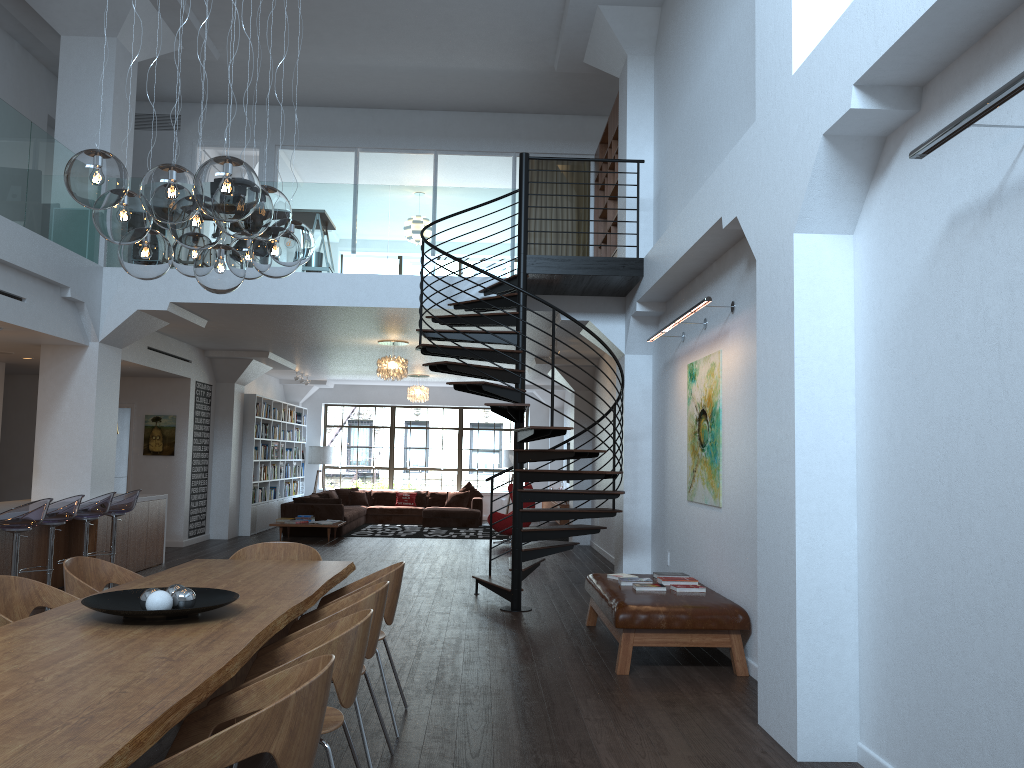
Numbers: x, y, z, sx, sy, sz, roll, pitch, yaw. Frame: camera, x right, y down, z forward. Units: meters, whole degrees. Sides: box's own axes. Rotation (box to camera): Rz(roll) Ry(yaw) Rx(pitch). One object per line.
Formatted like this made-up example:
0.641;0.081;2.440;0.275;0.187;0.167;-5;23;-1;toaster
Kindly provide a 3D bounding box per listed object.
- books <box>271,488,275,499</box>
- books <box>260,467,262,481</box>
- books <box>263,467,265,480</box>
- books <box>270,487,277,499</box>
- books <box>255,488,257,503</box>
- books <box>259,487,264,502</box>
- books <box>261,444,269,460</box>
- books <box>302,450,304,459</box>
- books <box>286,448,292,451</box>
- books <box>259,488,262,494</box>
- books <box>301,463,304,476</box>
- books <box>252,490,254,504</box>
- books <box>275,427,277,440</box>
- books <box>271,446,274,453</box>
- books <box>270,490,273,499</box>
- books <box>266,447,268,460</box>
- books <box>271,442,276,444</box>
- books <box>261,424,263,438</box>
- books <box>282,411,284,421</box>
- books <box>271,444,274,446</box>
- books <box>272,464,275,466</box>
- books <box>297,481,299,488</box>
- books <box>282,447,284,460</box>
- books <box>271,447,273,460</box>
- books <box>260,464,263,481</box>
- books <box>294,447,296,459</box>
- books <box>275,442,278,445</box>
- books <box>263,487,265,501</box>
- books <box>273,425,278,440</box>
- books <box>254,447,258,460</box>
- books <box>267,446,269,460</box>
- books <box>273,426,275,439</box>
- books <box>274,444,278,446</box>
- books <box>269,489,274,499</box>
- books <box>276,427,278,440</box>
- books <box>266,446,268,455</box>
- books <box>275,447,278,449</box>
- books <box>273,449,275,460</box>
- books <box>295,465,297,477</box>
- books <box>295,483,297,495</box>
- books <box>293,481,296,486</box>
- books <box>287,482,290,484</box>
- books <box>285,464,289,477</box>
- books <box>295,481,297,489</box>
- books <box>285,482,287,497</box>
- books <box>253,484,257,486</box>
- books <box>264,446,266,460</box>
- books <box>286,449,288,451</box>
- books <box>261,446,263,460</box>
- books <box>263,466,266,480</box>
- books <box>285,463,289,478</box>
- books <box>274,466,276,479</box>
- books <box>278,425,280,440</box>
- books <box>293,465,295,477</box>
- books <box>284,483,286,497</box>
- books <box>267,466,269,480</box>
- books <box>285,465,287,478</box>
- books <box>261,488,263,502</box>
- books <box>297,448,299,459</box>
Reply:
-4.591;2.091;16.889;0.146;0.202;0.027;1;-5;-2;books
-4.559;1.603;15.844;0.171;0.246;0.057;1;-5;-2;books
-4.563;1.620;16.052;0.171;0.246;0.057;1;-5;-2;books
-4.605;2.090;17.056;0.140;0.231;0.042;1;-5;-2;books
-4.555;1.949;15.480;0.180;0.251;0.048;1;-5;-2;books
-4.575;1.988;15.989;0.180;0.259;0.042;1;-5;-2;books
-4.562;1.245;16.302;0.176;0.294;0.102;1;-5;-2;books
-4.668;1.548;19.495;0.182;0.215;0.188;1;-5;-2;books
-4.621;1.444;18.343;0.140;0.231;0.042;1;-5;-2;books
-4.569;1.977;15.837;0.183;0.253;0.042;1;-5;-2;books
-4.676;1.887;19.532;0.176;0.290;0.053;1;-5;-2;books
-4.539;1.940;15.285;0.174;0.240;0.054;1;-5;-2;books
-4.574;0.937;16.895;0.170;0.245;0.057;1;-5;-2;books
-4.581;1.295;16.684;0.183;0.253;0.042;1;-5;-2;books
-4.588;2.096;16.772;0.126;0.173;0.032;1;-5;-2;books
-4.551;1.259;16.164;0.174;0.239;0.045;1;-5;-2;books
-4.563;1.104;16.616;0.223;0.027;0.161;0;-5;8;books
-4.545;0.847;15.841;0.183;0.253;0.042;1;-5;-2;books
-4.587;0.614;17.420;0.174;0.236;0.136;1;-5;-2;books
-4.572;1.142;16.635;0.174;0.045;0.240;1;-5;-2;books
-4.590;1.663;16.840;0.176;0.290;0.036;1;-5;-2;books
-4.680;2.227;19.064;0.176;0.290;0.053;1;-5;-2;books
-4.606;1.369;17.523;0.171;0.246;0.036;1;-5;-2;books
-4.567;1.292;16.572;0.174;0.240;0.054;1;-5;-2;books
-4.564;1.587;15.928;0.176;0.290;0.053;1;-5;-2;books
-4.650;1.462;18.696;0.183;0.253;0.042;1;-5;-2;books
-4.592;1.141;17.044;0.129;0.043;0.185;0;-5;13;books
-4.573;1.998;16.075;0.183;0.253;0.042;1;-5;-2;books
-4.580;0.926;17.024;0.176;0.290;0.053;1;-5;-2;books
-4.525;1.212;15.544;0.140;0.231;0.042;1;-5;-2;books
-4.550;1.259;16.238;0.182;0.253;0.034;1;-5;-2;books
-4.562;0.917;16.699;0.182;0.253;0.034;1;-5;-2;books
-4.600;1.175;17.045;0.144;0.024;0.208;1;-5;3;books
-4.592;2.092;16.829;0.139;0.191;0.036;1;-5;-2;books
-4.573;0.944;16.946;0.174;0.239;0.045;1;-5;-2;books
-4.559;1.256;16.204;0.182;0.253;0.034;1;-5;-2;books
-4.607;1.228;17.025;0.161;0.033;0.223;1;-5;-2;books
-4.575;1.329;16.803;0.161;0.207;0.135;1;-5;-2;books
-4.659;1.847;18.827;0.183;0.253;0.042;1;-5;-2;books
-4.668;2.226;18.793;0.189;0.247;0.057;1;-5;-2;books
-4.678;2.202;18.733;0.198;0.284;0.066;1;-5;-2;books
-4.644;2.154;18.175;0.176;0.290;0.036;1;-5;-2;books
-4.634;1.758;17.976;0.197;0.290;0.136;1;-5;-2;books
-4.651;2.205;18.847;0.140;0.298;0.044;1;-5;-2;books
-4.632;2.131;17.904;0.176;0.290;0.053;1;-5;-2;books
-4.535;1.751;15.330;0.223;0.027;0.161;0;-5;8;books
-4.549;1.244;16.065;0.182;0.253;0.034;1;-5;-2;books
-4.611;1.426;17.974;0.140;0.206;0.042;1;-5;-2;books
-4.542;1.230;15.816;0.174;0.239;0.045;1;-5;-2;books
-4.568;1.623;16.134;0.183;0.253;0.034;1;-5;-2;books
-4.632;1.763;18.039;0.176;0.293;0.125;1;-5;-2;books
-4.580;1.679;16.804;0.183;0.253;0.034;1;-5;-2;books
-4.587;0.934;17.085;0.197;0.283;0.065;1;-5;-2;books
-4.643;1.822;18.534;0.174;0.251;0.051;1;-5;-2;books
-4.636;2.125;17.793;0.198;0.284;0.066;1;-5;-2;books
-4.569;1.637;16.303;0.183;0.253;0.034;1;-5;-2;books
-4.623;1.763;17.824;0.182;0.255;0.077;1;-5;-2;books
-4.567;1.988;15.910;0.171;0.246;0.039;1;-5;-2;books
-4.654;1.482;18.934;0.183;0.253;0.042;1;-5;-2;books
